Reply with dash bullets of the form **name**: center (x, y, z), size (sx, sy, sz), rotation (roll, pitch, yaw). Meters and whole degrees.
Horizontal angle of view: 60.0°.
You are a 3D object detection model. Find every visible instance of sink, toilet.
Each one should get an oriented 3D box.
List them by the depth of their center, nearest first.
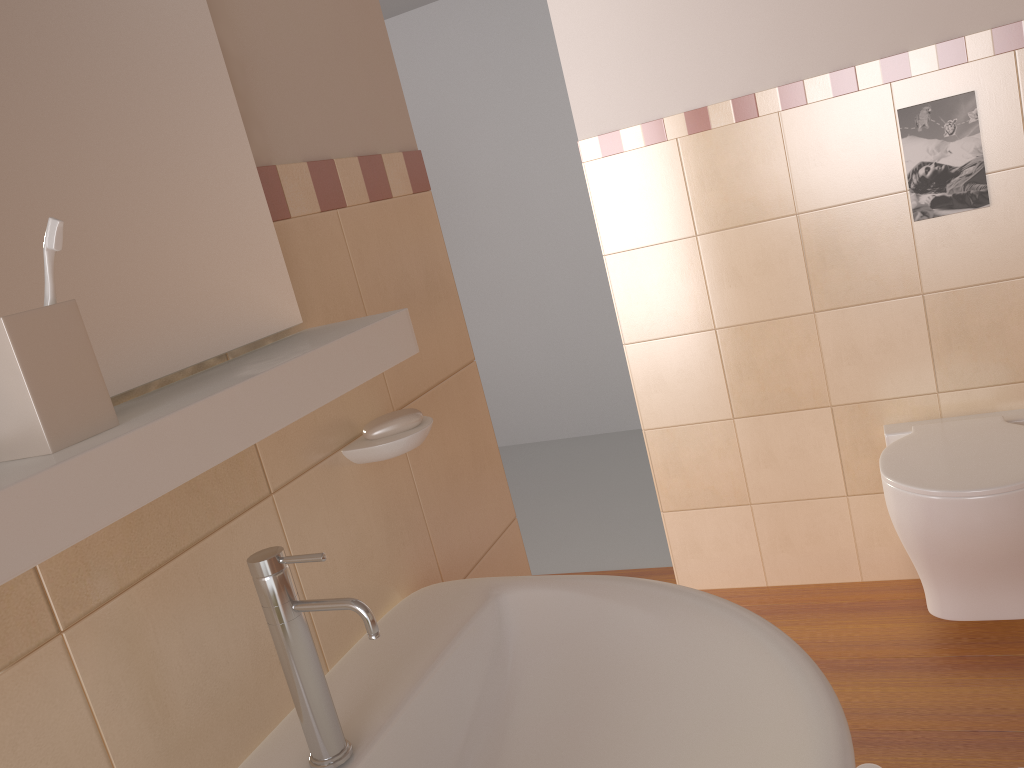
- **sink**: center (0.007, 0.364, 0.731), size (0.539, 0.516, 0.683), rotation (-9, 13, 24)
- **toilet**: center (1.114, 0.336, 2.132), size (0.375, 0.400, 0.534), rotation (-9, 13, 24)

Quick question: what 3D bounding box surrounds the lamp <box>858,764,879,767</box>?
- **lamp**: center (0.156, 1.237, 0.429), size (2.893, 0.001, 3.173), rotation (-9, 13, 24)

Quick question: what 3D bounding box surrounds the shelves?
- **shelves**: center (-0.265, 0.030, 0.734), size (0.138, 0.050, 0.554), rotation (-9, 13, 24)

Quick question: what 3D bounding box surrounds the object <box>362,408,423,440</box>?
- **object**: center (-0.142, 0.048, 1.059), size (0.075, 0.023, 0.050), rotation (-17, 12, -11)

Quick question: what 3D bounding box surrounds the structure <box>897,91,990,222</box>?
- **structure**: center (1.054, -0.552, 2.166), size (0.170, 0.279, 0.005), rotation (-9, 13, 24)

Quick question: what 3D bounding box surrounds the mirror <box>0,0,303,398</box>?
- **mirror**: center (-0.417, -0.373, 0.667), size (0.008, 0.799, 0.502), rotation (-9, 13, 24)

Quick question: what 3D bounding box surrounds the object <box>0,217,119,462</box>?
- **object**: center (-0.327, -0.030, 0.599), size (0.073, 0.149, 0.063), rotation (-9, 13, 24)

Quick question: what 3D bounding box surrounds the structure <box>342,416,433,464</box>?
- **structure**: center (-0.137, 0.069, 1.062), size (0.092, 0.029, 0.117), rotation (-9, 13, 24)
